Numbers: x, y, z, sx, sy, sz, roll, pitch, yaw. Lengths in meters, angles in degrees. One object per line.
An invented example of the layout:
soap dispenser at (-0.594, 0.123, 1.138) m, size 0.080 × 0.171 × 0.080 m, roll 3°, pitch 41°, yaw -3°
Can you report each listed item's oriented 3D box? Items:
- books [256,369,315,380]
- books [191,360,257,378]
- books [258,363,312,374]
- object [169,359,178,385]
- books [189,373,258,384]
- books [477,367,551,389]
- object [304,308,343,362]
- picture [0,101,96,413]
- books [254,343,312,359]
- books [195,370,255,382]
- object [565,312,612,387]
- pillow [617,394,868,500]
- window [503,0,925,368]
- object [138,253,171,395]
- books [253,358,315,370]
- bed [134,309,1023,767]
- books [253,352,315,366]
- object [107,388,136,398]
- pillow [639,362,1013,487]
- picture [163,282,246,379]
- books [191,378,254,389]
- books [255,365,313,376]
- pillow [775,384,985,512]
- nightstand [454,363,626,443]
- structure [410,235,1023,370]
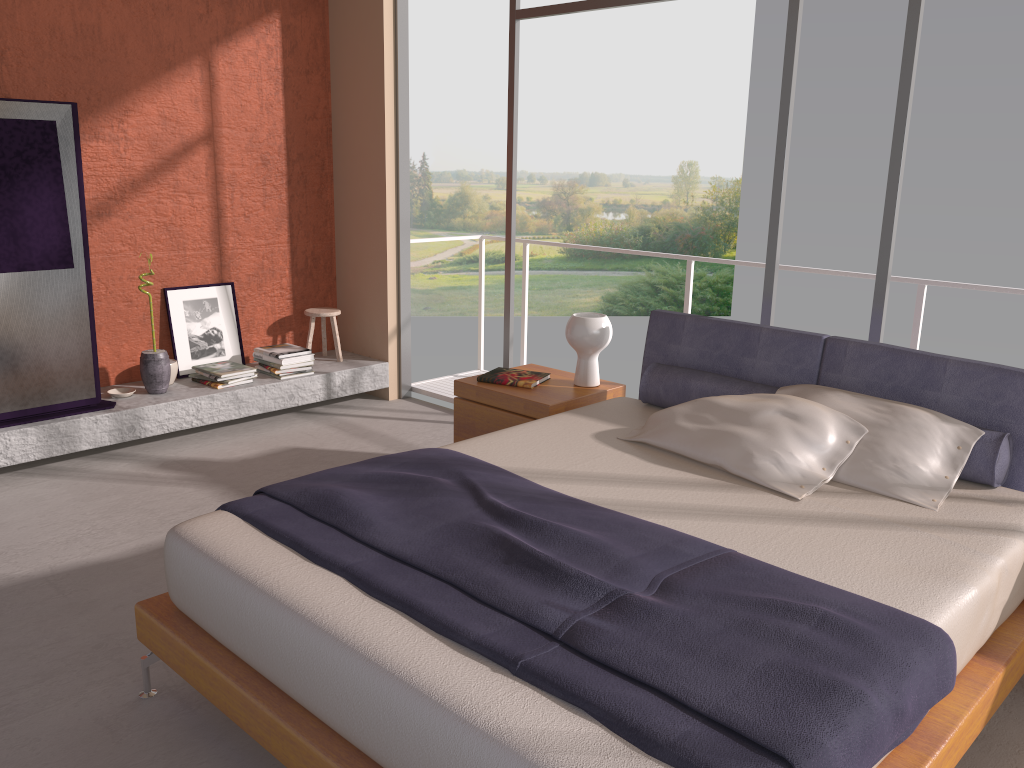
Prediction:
books at (-1.455, -0.082, 5.670) m, size 0.247 × 0.018 × 0.328 m, roll -12°, pitch 19°, yaw -43°
books at (-1.748, -0.091, 5.391) m, size 0.328 × 0.018 × 0.247 m, roll 13°, pitch 18°, yaw 39°
books at (-1.443, -0.116, 5.645) m, size 0.247 × 0.025 × 0.287 m, roll -9°, pitch 17°, yaw -34°
object at (-2.092, -0.065, 5.306) m, size 0.179 × 0.137 × 0.180 m, roll -8°, pitch 17°, yaw -33°
books at (-1.758, -0.051, 5.407) m, size 0.328 × 0.018 × 0.247 m, roll 9°, pitch 16°, yaw 27°
books at (0.011, -0.031, 4.350) m, size 0.287 × 0.025 × 0.247 m, roll 7°, pitch 15°, yaw 24°
object at (-1.266, -0.330, 6.014) m, size 0.260 × 0.349 × 0.257 m, roll 4°, pitch 14°, yaw 13°
picture at (-2.600, -0.584, 4.228) m, size 0.126 × 1.496 × 1.129 m, roll 14°, pitch 19°, yaw 42°
books at (-1.457, -0.210, 5.642) m, size 0.287 × 0.025 × 0.247 m, roll 14°, pitch 19°, yaw 42°
books at (-1.744, -0.070, 5.394) m, size 0.247 × 0.025 × 0.287 m, roll -12°, pitch 19°, yaw -42°
object at (0.365, -0.164, 4.256) m, size 0.224 × 0.338 × 0.224 m, roll -8°, pitch 17°, yaw -34°
pillow at (0.818, 0.175, 3.268) m, size 0.431 × 0.264 × 0.869 m, roll -10°, pitch 18°, yaw -37°
window at (2.166, -0.696, 3.116) m, size 6.106 × 3.133 × 0.075 m, roll 14°, pitch 19°, yaw 42°
object at (-2.043, -0.342, 5.029) m, size 0.165 × 0.810 × 0.165 m, roll -5°, pitch 15°, yaw -22°
books at (-1.454, -0.147, 5.654) m, size 0.247 × 0.027 × 0.328 m, roll -12°, pitch 19°, yaw -43°
bed at (0.417, 0.464, 2.809) m, size 2.017 × 0.959 × 2.462 m, roll 14°, pitch 19°, yaw 42°
books at (-1.453, -0.178, 5.646) m, size 0.319 × 0.038 × 0.247 m, roll 13°, pitch 18°, yaw 40°
object at (-2.215, 0.058, 5.035) m, size 0.152 × 0.040 × 0.152 m, roll -2°, pitch 14°, yaw -11°
pillow at (1.147, 0.128, 3.482) m, size 1.470 × 0.201 × 0.205 m, roll 14°, pitch 19°, yaw 42°
picture at (-1.921, -0.343, 5.566) m, size 0.117 × 0.550 × 0.458 m, roll 14°, pitch 19°, yaw 42°
books at (-1.761, -0.025, 5.397) m, size 0.287 × 0.025 × 0.247 m, roll 13°, pitch 18°, yaw 39°
books at (-1.459, -0.101, 5.669) m, size 0.287 × 0.018 × 0.247 m, roll 14°, pitch 19°, yaw 42°
pillow at (1.204, 0.201, 3.156) m, size 0.400 × 0.265 × 0.791 m, roll -12°, pitch 19°, yaw -42°
nightstand at (0.130, 0.262, 4.390) m, size 0.628 × 0.556 × 0.562 m, roll 14°, pitch 19°, yaw 42°
structure at (2.285, 0.158, 3.766) m, size 7.689 × 1.005 × 0.728 m, roll 14°, pitch 19°, yaw 42°
